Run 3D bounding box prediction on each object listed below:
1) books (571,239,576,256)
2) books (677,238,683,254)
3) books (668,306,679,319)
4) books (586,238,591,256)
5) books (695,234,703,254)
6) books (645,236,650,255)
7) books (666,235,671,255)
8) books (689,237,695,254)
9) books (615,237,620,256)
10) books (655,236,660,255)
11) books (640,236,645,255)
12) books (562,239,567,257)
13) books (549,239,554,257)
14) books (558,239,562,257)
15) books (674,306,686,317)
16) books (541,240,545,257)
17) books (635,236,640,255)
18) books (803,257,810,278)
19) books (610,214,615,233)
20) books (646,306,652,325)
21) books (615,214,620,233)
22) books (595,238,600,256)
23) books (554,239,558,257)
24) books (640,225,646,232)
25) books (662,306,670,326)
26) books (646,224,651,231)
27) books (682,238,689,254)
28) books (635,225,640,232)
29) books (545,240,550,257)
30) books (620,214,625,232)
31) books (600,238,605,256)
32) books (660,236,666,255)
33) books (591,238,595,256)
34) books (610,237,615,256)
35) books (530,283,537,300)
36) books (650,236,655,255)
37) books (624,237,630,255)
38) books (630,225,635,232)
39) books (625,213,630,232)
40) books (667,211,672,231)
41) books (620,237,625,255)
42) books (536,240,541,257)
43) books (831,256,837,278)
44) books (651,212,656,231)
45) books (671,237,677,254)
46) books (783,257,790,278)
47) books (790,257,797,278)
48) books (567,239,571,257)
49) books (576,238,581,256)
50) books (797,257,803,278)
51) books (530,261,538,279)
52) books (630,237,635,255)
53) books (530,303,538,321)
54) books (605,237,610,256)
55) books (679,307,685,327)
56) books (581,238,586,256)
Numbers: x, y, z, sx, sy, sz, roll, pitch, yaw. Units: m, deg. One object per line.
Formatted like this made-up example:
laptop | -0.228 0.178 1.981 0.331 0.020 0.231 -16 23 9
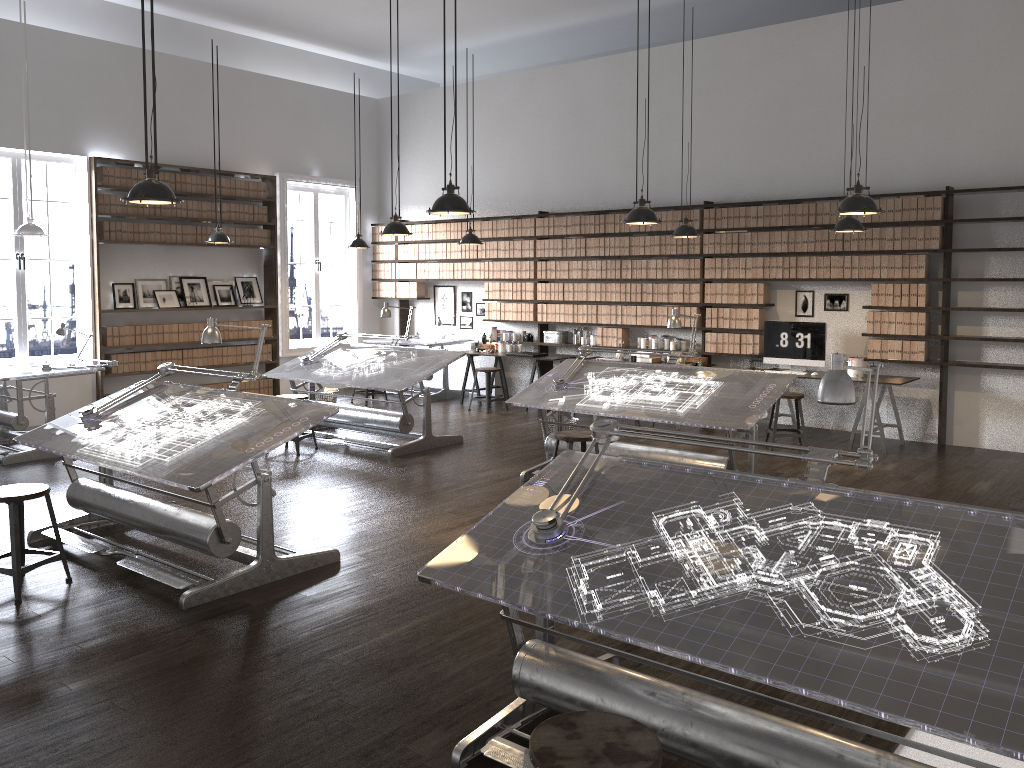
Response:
books | 0.816 -1.696 11.046 0.067 0.225 0.175 3 6 39
books | 1.956 -1.588 10.132 0.067 0.225 0.175 3 6 39
books | 1.875 -0.785 10.251 0.067 0.225 0.175 3 6 39
books | 0.990 -1.680 10.912 0.067 0.225 0.175 3 6 39
books | 2.129 -1.572 9.988 0.067 0.225 0.175 3 6 39
books | 1.635 -1.618 10.386 0.067 0.225 0.175 3 6 39
books | 1.845 -1.599 10.220 0.067 0.225 0.175 3 6 39
books | 2.072 -1.577 10.038 0.067 0.225 0.175 3 6 39
books | 1.315 -1.649 10.645 0.067 0.225 0.175 3 6 39
books | 1.734 -1.608 10.302 0.067 0.225 0.175 3 6 39
books | 1.578 -1.624 10.430 0.067 0.225 0.175 3 6 39
books | 0.709 -1.707 11.138 0.067 0.225 0.175 3 6 39
books | 0.554 -1.721 11.260 0.067 0.225 0.175 3 6 39
books | 0.653 -1.711 11.176 0.067 0.225 0.175 3 6 39
books | 1.929 -0.779 10.199 0.067 0.225 0.175 3 6 39
books | 0.444 -1.732 11.351 0.067 0.225 0.175 3 6 39
books | 1.526 -1.629 10.477 0.067 0.225 0.175 3 6 39
books | 3.095 -1.212 9.221 0.067 0.225 0.175 3 6 39
books | 1.251 -1.930 10.674 0.067 0.225 0.175 3 6 39
books | 1.653 -0.805 10.422 0.067 0.225 0.175 3 6 39
books | 1.309 -1.925 10.631 0.067 0.225 0.175 3 6 39
books | 1.086 -1.670 10.825 0.067 0.225 0.175 3 6 39
books | 0.604 -1.717 11.222 0.067 0.225 0.175 3 6 39
books | 1.579 -1.899 10.409 0.067 0.225 0.175 3 6 39
books | 1.816 -0.790 10.292 0.067 0.225 0.175 3 6 39
books | 1.638 -1.894 10.366 0.067 0.225 0.175 3 6 39
books | 2.011 -1.582 10.080 0.067 0.225 0.175 3 6 39
books | 1.523 -1.904 10.454 0.067 0.225 0.175 3 6 39
books | 0.496 -1.727 11.304 0.067 0.225 0.175 3 6 39
books | 1.366 -1.920 10.591 0.067 0.225 0.175 3 6 39
books | 1.142 -1.665 10.780 0.067 0.225 0.175 3 6 39
books | 1.790 -1.604 10.265 0.067 0.225 0.175 3 6 39
books | 1.040 -1.675 10.868 0.067 0.225 0.175 3 6 39
books | 1.258 -1.654 10.689 0.067 0.225 0.175 3 6 39
books | 0.309 -1.202 11.489 0.067 0.225 0.175 3 6 39
books | 1.685 -1.614 10.348 0.067 0.225 0.175 3 6 39
books | 1.414 -1.639 10.561 0.067 0.225 0.175 3 6 39
books | 1.477 -1.909 10.498 0.067 0.225 0.175 3 6 39
books | 1.419 -1.915 10.545 0.067 0.225 0.175 3 6 39
books | 1.857 -1.873 10.189 0.067 0.225 0.175 3 6 39
books | 1.365 -1.644 10.607 0.067 0.225 0.175 3 6 39
books | 0.391 -1.737 11.396 0.067 0.225 0.175 3 6 39
books | 3.320 -1.191 9.044 0.067 0.225 0.175 3 6 39
books | 1.694 -1.889 10.325 0.067 0.225 0.175 3 6 39
books | 1.898 -1.593 10.173 0.067 0.225 0.175 3 6 39
books | 2.932 -1.228 9.361 0.067 0.225 0.175 3 6 39
books | 2.987 -1.222 9.310 0.067 0.225 0.175 3 6 39
books | 0.764 -1.702 11.094 0.067 0.225 0.175 3 6 39
books | 0.874 -1.691 11.005 0.067 0.225 0.175 3 6 39
books | 3.048 -1.217 9.267 0.067 0.225 0.175 3 6 39
books | 0.311 -1.478 11.478 0.067 0.225 0.175 3 6 39
books | 1.473 -1.635 10.523 0.067 0.225 0.175 3 6 39
books | 0.307 -0.933 11.510 0.067 0.225 0.175 3 6 39
books | 1.201 -1.660 10.737 0.067 0.225 0.175 3 6 39
books | 1.991 -0.774 10.157 0.067 0.225 0.175 3 6 39
books | 0.929 -1.685 10.954 0.067 0.225 0.175 3 6 39
